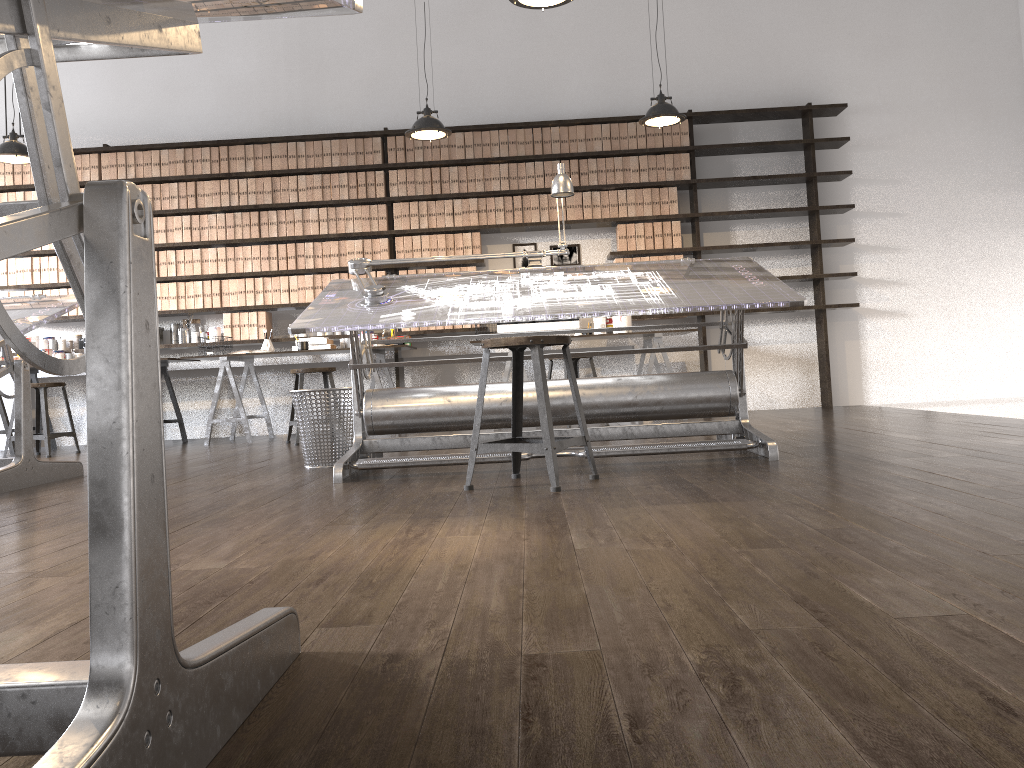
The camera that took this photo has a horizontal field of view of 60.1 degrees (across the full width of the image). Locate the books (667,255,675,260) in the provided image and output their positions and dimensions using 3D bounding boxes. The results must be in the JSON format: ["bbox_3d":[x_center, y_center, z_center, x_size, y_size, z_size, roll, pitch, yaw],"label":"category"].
[{"bbox_3d":[1.281,-0.922,7.199,0.067,0.226,0.174,-3,-1,1],"label":"books"}]

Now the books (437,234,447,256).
[{"bbox_3d":[-0.564,-1.098,7.238,0.067,0.226,0.174,-3,-1,1],"label":"books"}]

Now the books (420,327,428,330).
[{"bbox_3d":[-0.713,-0.536,7.216,0.067,0.226,0.174,-3,-1,1],"label":"books"}]

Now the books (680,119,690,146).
[{"bbox_3d":[1.398,-2.029,7.243,0.067,0.226,0.174,-3,-1,1],"label":"books"}]

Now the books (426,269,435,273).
[{"bbox_3d":[-0.654,-0.818,7.230,0.067,0.226,0.174,-3,-1,1],"label":"books"}]

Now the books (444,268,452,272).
[{"bbox_3d":[-0.512,-0.825,7.231,0.067,0.226,0.174,-3,-1,1],"label":"books"}]

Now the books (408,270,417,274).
[{"bbox_3d":[-0.800,-0.810,7.231,0.067,0.226,0.174,-3,-1,1],"label":"books"}]

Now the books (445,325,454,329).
[{"bbox_3d":[-0.510,-0.547,7.214,0.067,0.226,0.174,-3,-1,1],"label":"books"}]

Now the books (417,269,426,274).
[{"bbox_3d":[-0.725,-0.814,7.235,0.067,0.226,0.174,-3,-1,1],"label":"books"}]

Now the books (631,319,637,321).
[{"bbox_3d":[0.968,-0.627,7.188,0.067,0.226,0.174,-3,-1,1],"label":"books"}]

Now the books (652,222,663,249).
[{"bbox_3d":[1.180,-1.192,7.209,0.067,0.226,0.174,-3,-1,1],"label":"books"}]

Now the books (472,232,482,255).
[{"bbox_3d":[-0.284,-1.113,7.240,0.067,0.226,0.174,-3,-1,1],"label":"books"}]

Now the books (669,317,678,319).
[{"bbox_3d":[1.303,-0.645,7.189,0.067,0.226,0.174,-3,-1,1],"label":"books"}]

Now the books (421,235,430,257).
[{"bbox_3d":[-0.693,-1.091,7.243,0.067,0.226,0.174,-3,-1,1],"label":"books"}]

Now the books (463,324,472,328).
[{"bbox_3d":[-0.365,-0.555,7.213,0.067,0.226,0.174,-3,-1,1],"label":"books"}]

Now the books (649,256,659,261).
[{"bbox_3d":[1.152,-0.915,7.197,0.067,0.226,0.174,-3,-1,1],"label":"books"}]

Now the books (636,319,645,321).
[{"bbox_3d":[1.034,-0.630,7.192,0.067,0.226,0.174,-3,-1,1],"label":"books"}]

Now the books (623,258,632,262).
[{"bbox_3d":[0.940,-0.903,7.206,0.067,0.226,0.174,-3,-1,1],"label":"books"}]

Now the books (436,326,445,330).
[{"bbox_3d":[-0.584,-0.543,7.221,0.067,0.226,0.174,-3,-1,1],"label":"books"}]

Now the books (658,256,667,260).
[{"bbox_3d":[1.218,-0.918,7.196,0.067,0.226,0.174,-3,-1,1],"label":"books"}]

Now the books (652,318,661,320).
[{"bbox_3d":[1.163,-0.637,7.186,0.067,0.226,0.174,-3,-1,1],"label":"books"}]

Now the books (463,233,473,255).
[{"bbox_3d":[-0.355,-1.109,7.236,0.067,0.226,0.174,-3,-1,1],"label":"books"}]

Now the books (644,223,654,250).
[{"bbox_3d":[1.105,-1.188,7.216,0.067,0.226,0.174,-3,-1,1],"label":"books"}]

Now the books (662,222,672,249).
[{"bbox_3d":[1.254,-1.196,7.214,0.067,0.226,0.174,-3,-1,1],"label":"books"}]

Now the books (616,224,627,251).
[{"bbox_3d":[0.893,-1.176,7.219,0.067,0.226,0.174,-3,-1,1],"label":"books"}]

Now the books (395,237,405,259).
[{"bbox_3d":[-0.906,-1.080,7.251,0.067,0.226,0.174,-3,-1,1],"label":"books"}]

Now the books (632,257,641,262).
[{"bbox_3d":[1.010,-0.907,7.206,0.067,0.226,0.174,-3,-1,1],"label":"books"}]

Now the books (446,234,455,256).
[{"bbox_3d":[-0.497,-1.102,7.243,0.067,0.226,0.174,-3,-1,1],"label":"books"}]

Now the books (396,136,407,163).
[{"bbox_3d":[-0.902,-1.906,7.280,0.067,0.226,0.174,-3,-1,1],"label":"books"}]

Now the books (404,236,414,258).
[{"bbox_3d":[-0.836,-1.084,7.248,0.067,0.226,0.174,-3,-1,1],"label":"books"}]

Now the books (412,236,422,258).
[{"bbox_3d":[-0.766,-1.087,7.243,0.067,0.226,0.174,-3,-1,1],"label":"books"}]

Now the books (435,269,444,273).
[{"bbox_3d":[-0.583,-0.822,7.232,0.067,0.226,0.174,-3,-1,1],"label":"books"}]

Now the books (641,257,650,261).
[{"bbox_3d":[1.079,-0.911,7.201,0.067,0.226,0.174,-3,-1,1],"label":"books"}]

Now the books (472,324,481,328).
[{"bbox_3d":[-0.294,-0.559,7.216,0.067,0.226,0.174,-3,-1,1],"label":"books"}]

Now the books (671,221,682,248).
[{"bbox_3d":[1.330,-1.200,7.210,0.067,0.226,0.174,-3,-1,1],"label":"books"}]

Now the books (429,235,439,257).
[{"bbox_3d":[-0.631,-1.095,7.244,0.067,0.226,0.174,-3,-1,1],"label":"books"}]

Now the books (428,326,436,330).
[{"bbox_3d":[-0.650,-0.540,7.220,0.067,0.226,0.174,-3,-1,1],"label":"books"}]

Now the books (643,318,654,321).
[{"bbox_3d":[1.097,-0.634,7.189,0.067,0.226,0.174,-3,-1,1],"label":"books"}]

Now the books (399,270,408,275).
[{"bbox_3d":[-0.874,-0.806,7.238,0.067,0.226,0.174,-3,-1,1],"label":"books"}]

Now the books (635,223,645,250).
[{"bbox_3d":[1.034,-1.184,7.213,0.067,0.226,0.174,-3,-1,1],"label":"books"}]

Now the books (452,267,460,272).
[{"bbox_3d":[-0.445,-0.829,7.224,0.067,0.226,0.174,-3,-1,1],"label":"books"}]

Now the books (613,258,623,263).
[{"bbox_3d":[0.870,-0.899,7.203,0.067,0.226,0.174,-3,-1,1],"label":"books"}]

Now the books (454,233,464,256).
[{"bbox_3d":[-0.426,-1.106,7.242,0.067,0.226,0.174,-3,-1,1],"label":"books"}]

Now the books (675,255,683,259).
[{"bbox_3d":[1.351,-0.925,7.199,0.067,0.226,0.174,-3,-1,1],"label":"books"}]

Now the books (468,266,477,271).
[{"bbox_3d":[-0.316,-0.836,7.225,0.067,0.226,0.174,-3,-1,1],"label":"books"}]

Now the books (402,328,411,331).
[{"bbox_3d":[-0.857,-0.529,7.222,0.067,0.226,0.174,-3,-1,1],"label":"books"}]

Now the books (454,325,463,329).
[{"bbox_3d":[-0.436,-0.551,7.219,0.067,0.226,0.174,-3,-1,1],"label":"books"}]

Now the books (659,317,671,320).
[{"bbox_3d":[1.234,-0.641,7.189,0.067,0.226,0.174,-3,-1,1],"label":"books"}]

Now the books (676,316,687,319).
[{"bbox_3d":[1.368,-0.648,7.181,0.067,0.226,0.174,-3,-1,1],"label":"books"}]

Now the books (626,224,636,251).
[{"bbox_3d":[0.963,-1.180,7.218,0.067,0.226,0.174,-3,-1,1],"label":"books"}]

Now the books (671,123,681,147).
[{"bbox_3d":[1.329,-2.025,7.249,0.067,0.226,0.174,-3,-1,1],"label":"books"}]

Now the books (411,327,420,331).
[{"bbox_3d":[-0.785,-0.533,7.218,0.067,0.226,0.174,-3,-1,1],"label":"books"}]

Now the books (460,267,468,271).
[{"bbox_3d":[-0.378,-0.833,7.228,0.067,0.226,0.174,-3,-1,1],"label":"books"}]
